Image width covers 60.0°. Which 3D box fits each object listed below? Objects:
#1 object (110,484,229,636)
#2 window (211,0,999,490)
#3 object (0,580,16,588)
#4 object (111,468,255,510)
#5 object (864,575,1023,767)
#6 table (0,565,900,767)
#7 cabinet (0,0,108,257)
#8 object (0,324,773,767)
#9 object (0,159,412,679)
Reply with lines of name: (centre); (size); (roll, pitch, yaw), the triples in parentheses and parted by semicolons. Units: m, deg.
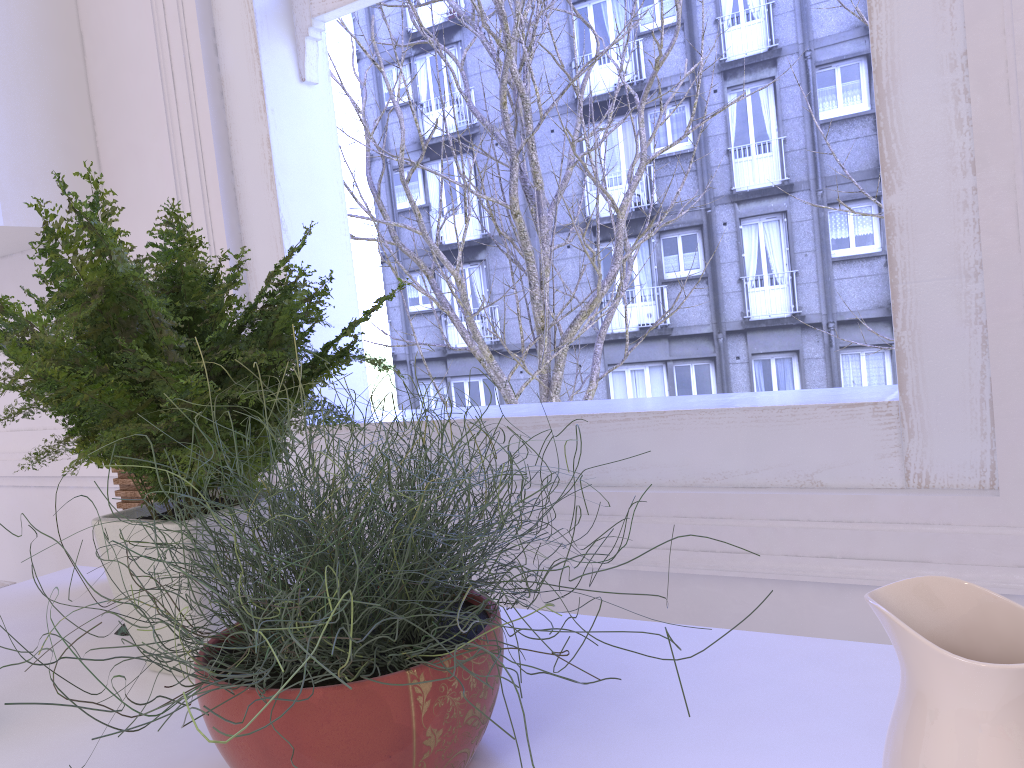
object: (-0.414, 0.199, 1.147); (0.159, 0.208, 0.185); (-4, 5, 33)
window: (0.008, -0.736, 1.387); (1.234, 1.782, 0.181); (-4, 5, 33)
object: (-1.316, 0.718, 1.709); (0.418, 0.534, 0.599); (-4, 5, 33)
object: (-0.488, 0.181, 1.320); (0.294, 0.237, 0.028); (-4, 5, 33)
object: (0.271, 0.195, 0.492); (0.127, 0.152, 0.115); (-5, 4, 15)
table: (-0.283, 0.621, 0.837); (1.514, 0.619, 0.736); (-4, 5, 33)
cabinet: (-1.363, -0.922, 1.835); (0.823, 1.311, 0.425); (-4, 5, 33)
object: (-0.114, 0.133, 0.692); (0.531, 0.367, 0.668); (-9, 5, -32)
object: (-0.372, 0.044, 0.961); (0.438, 0.527, 0.368); (-4, 5, 33)
